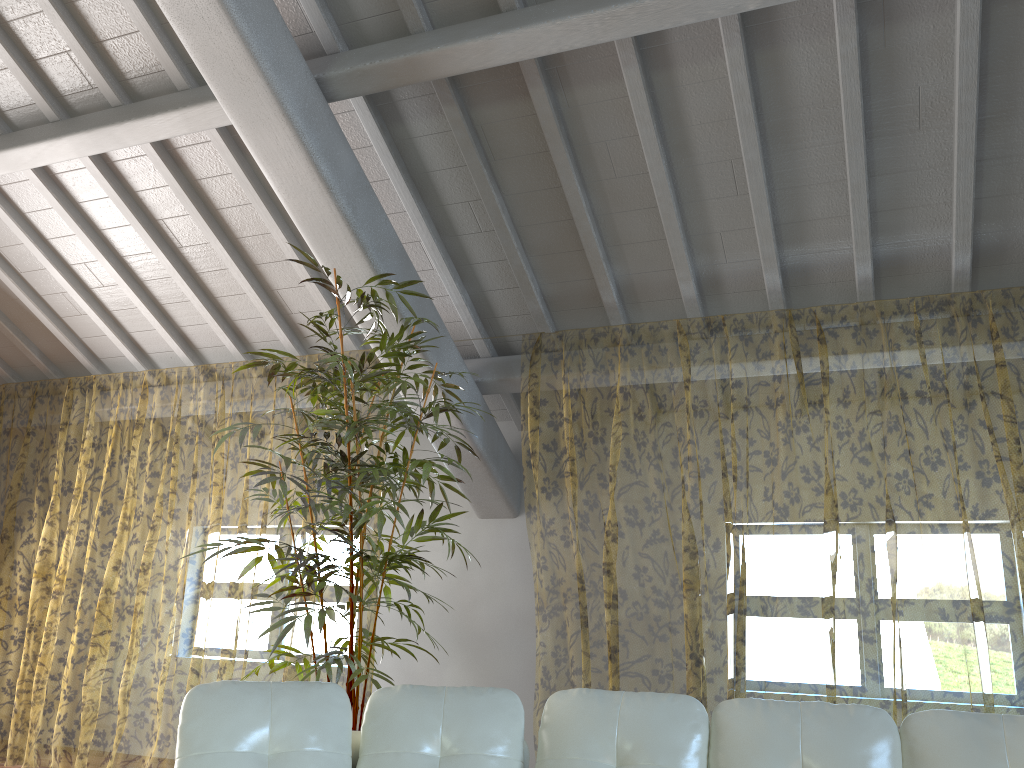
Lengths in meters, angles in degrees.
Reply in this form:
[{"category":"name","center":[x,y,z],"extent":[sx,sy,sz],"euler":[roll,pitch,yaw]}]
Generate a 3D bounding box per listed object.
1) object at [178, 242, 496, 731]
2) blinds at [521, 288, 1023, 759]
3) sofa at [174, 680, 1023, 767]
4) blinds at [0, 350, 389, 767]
[{"category":"object","center":[-0.683,0.701,3.703],"extent":[1.177,2.473,1.399],"euler":[16,-21,-40]},{"category":"blinds","center":[1.636,0.836,4.002],"extent":[3.505,2.546,0.306],"euler":[-4,-17,22]},{"category":"sofa","center":[0.102,1.173,2.135],"extent":[3.047,0.805,1.359],"euler":[2,-16,2]},{"category":"blinds","center":[-2.348,1.129,5.613],"extent":[3.505,2.546,0.306],"euler":[-4,-17,22]}]
